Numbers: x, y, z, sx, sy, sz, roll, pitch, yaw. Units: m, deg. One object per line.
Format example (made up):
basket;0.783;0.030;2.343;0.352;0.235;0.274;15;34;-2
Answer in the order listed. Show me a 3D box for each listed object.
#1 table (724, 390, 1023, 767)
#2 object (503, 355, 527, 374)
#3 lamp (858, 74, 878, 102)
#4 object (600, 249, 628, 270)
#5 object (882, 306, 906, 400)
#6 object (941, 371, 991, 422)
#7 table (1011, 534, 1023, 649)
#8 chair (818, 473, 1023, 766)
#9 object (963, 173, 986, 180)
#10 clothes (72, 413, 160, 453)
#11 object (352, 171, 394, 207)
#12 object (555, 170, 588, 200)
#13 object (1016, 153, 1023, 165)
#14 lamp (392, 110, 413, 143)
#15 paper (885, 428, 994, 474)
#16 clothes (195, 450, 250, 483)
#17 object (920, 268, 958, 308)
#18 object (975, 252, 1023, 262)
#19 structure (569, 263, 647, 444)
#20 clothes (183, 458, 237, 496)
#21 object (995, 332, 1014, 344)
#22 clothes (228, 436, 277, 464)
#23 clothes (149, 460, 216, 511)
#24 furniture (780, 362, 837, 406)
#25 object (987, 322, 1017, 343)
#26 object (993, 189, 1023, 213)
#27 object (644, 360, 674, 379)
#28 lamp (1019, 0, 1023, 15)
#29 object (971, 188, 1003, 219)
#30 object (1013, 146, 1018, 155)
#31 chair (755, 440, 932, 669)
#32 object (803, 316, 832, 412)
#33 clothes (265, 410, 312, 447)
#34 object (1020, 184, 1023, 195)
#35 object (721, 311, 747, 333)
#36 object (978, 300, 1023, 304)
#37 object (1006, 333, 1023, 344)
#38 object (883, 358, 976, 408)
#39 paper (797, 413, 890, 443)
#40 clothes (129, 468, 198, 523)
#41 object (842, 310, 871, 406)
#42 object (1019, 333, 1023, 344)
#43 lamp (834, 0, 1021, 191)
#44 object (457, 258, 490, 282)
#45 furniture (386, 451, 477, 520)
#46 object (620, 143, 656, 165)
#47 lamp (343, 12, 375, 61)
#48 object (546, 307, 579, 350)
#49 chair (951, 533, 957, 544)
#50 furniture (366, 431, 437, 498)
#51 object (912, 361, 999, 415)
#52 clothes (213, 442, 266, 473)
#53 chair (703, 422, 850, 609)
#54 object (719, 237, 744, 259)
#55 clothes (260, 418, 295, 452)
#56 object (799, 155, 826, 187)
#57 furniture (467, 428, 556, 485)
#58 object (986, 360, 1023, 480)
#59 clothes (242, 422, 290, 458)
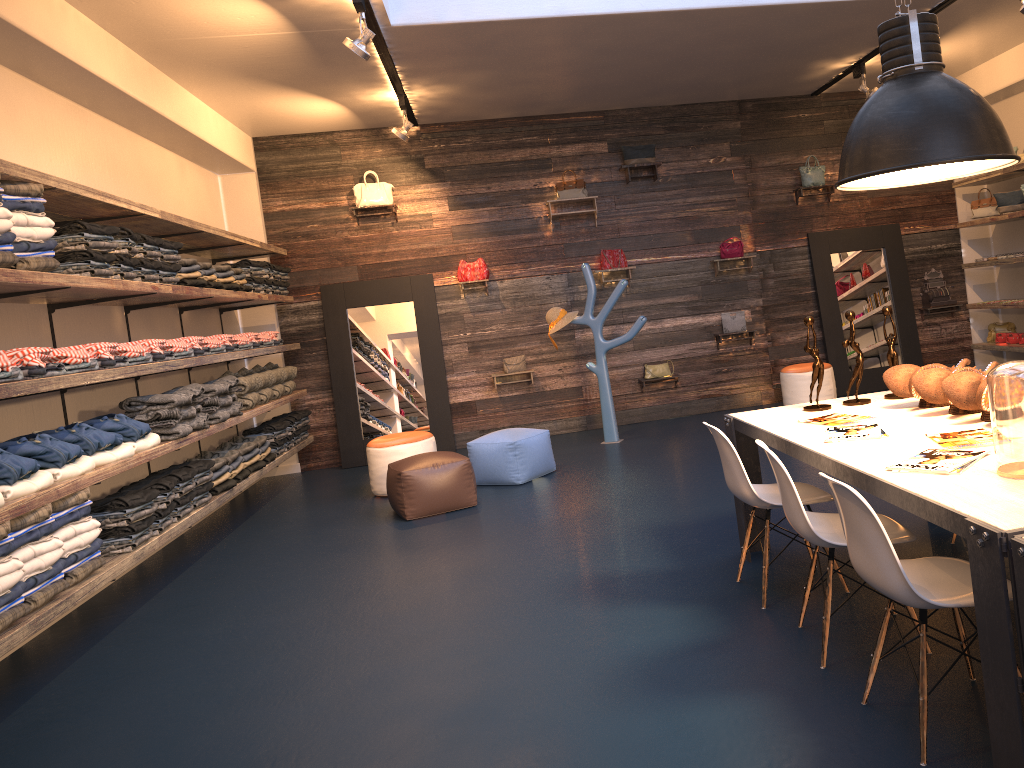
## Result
table;1.792;0.540;3.408;1.260;0.739;2.493;-7;4;-3
object;0.030;-0.215;9.413;0.290;0.175;0.096;-9;3;-30
lamp;3.632;-3.006;8.866;0.221;0.327;0.196;-5;3;38
object;1.129;-1.382;9.599;0.339;0.254;0.130;-8;3;-20
object;1.921;-0.164;4.379;0.150;0.468;0.129;-8;2;-29
object;1.968;0.035;3.499;0.472;0.203;0.207;-9;4;-27
table;1.843;0.736;0.901;1.260;0.739;2.493;-7;4;-3
chair;1.256;0.636;2.640;0.559;0.800;0.454;-7;3;-7
object;5.418;-2.581;10.065;0.407;0.385;0.201;-6;3;16
clothes;-2.287;0.291;4.909;0.435;0.240;0.420;-7;4;-6
object;-1.455;-2.048;9.129;0.451;0.385;0.181;-8;3;-20
object;0.640;-2.184;9.513;0.351;0.334;0.166;-7;2;3
object;5.383;-2.402;9.290;0.251;0.174;0.333;-10;5;-42
lamp;-1.019;-2.391;8.083;0.221;0.327;0.196;-5;3;38
paper;1.535;0.224;3.001;0.307;0.014;0.783;-3;6;36
clothes;-2.209;0.622;6.480;0.428;0.251;0.338;-7;4;-8
object;5.070;-1.155;10.358;0.368;0.460;0.228;-7;3;-8
object;5.611;-1.415;9.428;0.490;0.060;1.494;-7;5;-2
structure;0.921;-0.318;8.656;0.917;1.804;0.182;-6;2;18
clothes;-2.203;0.653;6.089;0.413;0.251;0.350;-7;4;4
object;5.694;-0.535;10.024;0.205;0.118;0.097;-5;4;28
clothes;-2.225;0.559;7.281;0.428;0.251;0.338;-7;4;-8
clothes;-2.132;0.661;5.610;0.354;0.298;0.306;-7;3;1
furniture;3.192;0.026;9.353;0.589;0.479;0.573;-7;4;-3
object;5.777;-0.618;10.234;0.344;0.234;0.214;-5;4;27
object;5.458;-1.990;9.436;0.385;0.231;0.192;-4;4;33
object;1.654;-0.158;9.682;0.393;0.174;0.213;-9;4;-29
lamp;3.685;-2.801;6.248;0.221;0.327;0.196;-5;3;38
object;5.434;-2.083;9.967;0.324;0.334;0.179;-4;4;39
object;5.397;-2.528;9.578;0.338;0.366;0.191;-4;4;38
chair;1.244;0.584;3.297;0.545;0.800;0.467;-7;3;2
object;1.485;-0.105;4.299;0.138;0.468;0.141;-7;2;6
clothes;-2.193;0.437;8.476;0.371;0.298;0.639;-7;4;-1
object;5.407;-2.010;8.899;0.338;0.366;0.191;-4;4;38
object;2.532;-0.707;9.881;0.269;0.229;0.080;-6;2;8
object;5.601;-0.891;9.299;0.358;0.024;1.840;-7;5;-1
object;5.699;-0.518;9.813;0.205;0.118;0.097;-5;4;28
object;1.960;-0.005;4.013;0.467;0.203;0.209;-8;4;-21
paper;1.435;0.177;3.721;0.331;0.014;0.730;-6;5;7
clothes;-2.125;0.686;5.287;0.361;0.298;0.300;-7;3;-6
object;1.695;-0.133;4.336;0.128;0.468;0.151;-5;3;38
object;5.724;-0.505;9.610;0.204;0.118;0.097;-5;4;29
lamp;1.500;-1.625;3.358;0.648;1.644;0.752;-6;3;31
object;-0.422;-1.225;9.337;0.336;0.253;0.138;-7;3;3
furniture;-0.612;0.731;6.555;0.691;0.422;0.608;-8;4;-21
object;1.414;-2.542;9.643;0.436;0.231;0.170;-8;3;-15
lamp;-0.966;-2.188;5.484;0.221;0.327;0.196;-5;3;38
object;0.524;-0.567;8.785;0.345;0.440;0.346;-7;3;-9
chair;2.366;0.383;4.145;0.555;0.800;0.458;-7;3;-5
furniture;-0.927;0.670;7.419;0.589;0.479;0.573;-7;4;-3
object;1.963;0.016;3.745;0.472;0.203;0.207;-9;4;-27
clothes;-2.219;0.590;6.890;0.413;0.251;0.350;-7;4;4
chair;1.189;0.538;3.954;0.559;0.800;0.454;-7;3;-7
object;2.492;-1.548;9.870;0.256;0.243;0.211;-8;3;-10
clothes;-2.180;0.475;7.989;0.384;0.298;0.306;-8;3;-17
object;3.471;-2.453;10.020;0.390;0.366;0.166;-8;3;-20
furniture;-0.010;0.594;7.379;0.599;0.422;0.700;-4;5;34
object;1.516;0.097;2.576;0.180;0.335;0.192;-6;3;13
clothes;-2.162;0.498;7.670;0.376;0.298;0.322;-7;3;-3
